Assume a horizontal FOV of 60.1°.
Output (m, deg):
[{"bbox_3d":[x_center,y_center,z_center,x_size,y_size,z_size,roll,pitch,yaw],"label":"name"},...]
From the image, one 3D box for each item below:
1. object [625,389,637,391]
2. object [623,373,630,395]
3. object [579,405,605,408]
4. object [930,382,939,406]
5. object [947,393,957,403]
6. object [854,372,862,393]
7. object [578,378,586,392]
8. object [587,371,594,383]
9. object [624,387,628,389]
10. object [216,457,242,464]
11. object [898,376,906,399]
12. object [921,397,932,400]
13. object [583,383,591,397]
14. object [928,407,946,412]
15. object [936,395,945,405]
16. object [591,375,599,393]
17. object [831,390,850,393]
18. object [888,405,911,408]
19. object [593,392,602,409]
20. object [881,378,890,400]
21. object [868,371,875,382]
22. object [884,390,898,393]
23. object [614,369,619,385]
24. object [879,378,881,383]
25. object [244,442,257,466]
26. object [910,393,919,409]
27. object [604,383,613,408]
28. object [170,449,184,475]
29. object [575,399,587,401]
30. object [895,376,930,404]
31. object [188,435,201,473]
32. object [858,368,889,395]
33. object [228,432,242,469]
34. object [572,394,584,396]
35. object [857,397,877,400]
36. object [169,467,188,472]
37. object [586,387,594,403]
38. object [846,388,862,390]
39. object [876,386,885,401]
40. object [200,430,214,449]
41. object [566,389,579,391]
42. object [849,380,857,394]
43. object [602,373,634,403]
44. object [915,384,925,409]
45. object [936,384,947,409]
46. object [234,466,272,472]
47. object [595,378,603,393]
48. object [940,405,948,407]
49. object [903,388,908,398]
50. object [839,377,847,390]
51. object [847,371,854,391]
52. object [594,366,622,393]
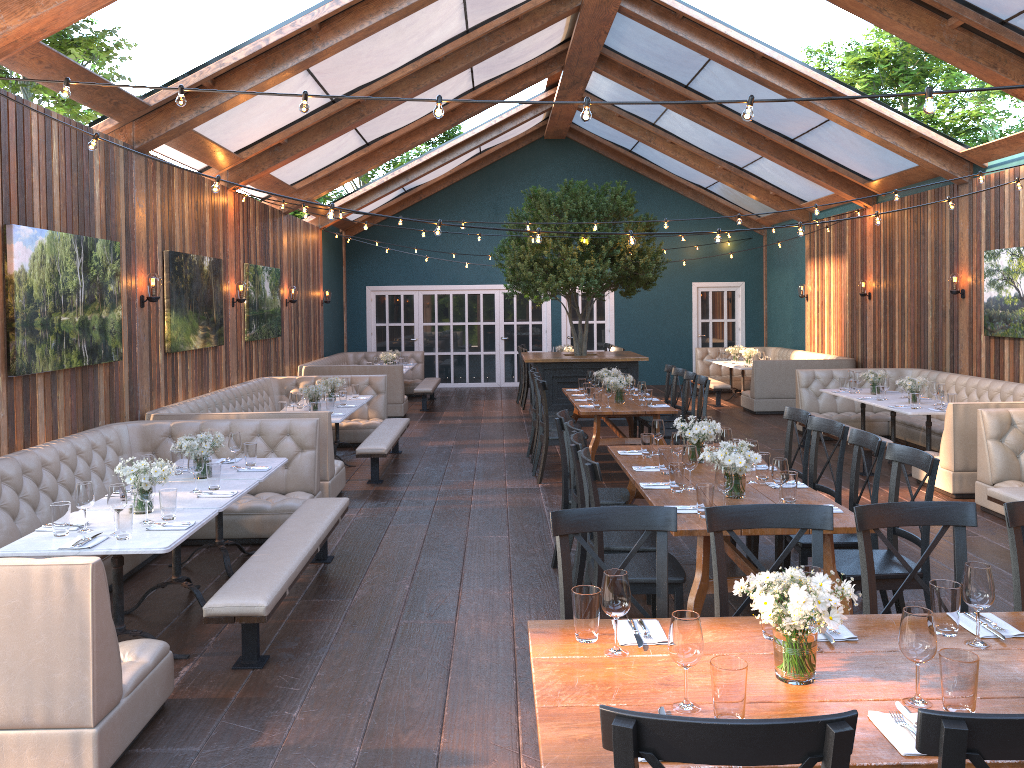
[{"bbox_3d":[1.431,0.066,10.658,0.255,0.019,0.158,-1,5,-1],"label":"object"},{"bbox_3d":[1.313,0.001,10.160,0.092,0.244,0.092,-1,2,-4],"label":"object"},{"bbox_3d":[0.814,0.222,9.010,0.255,0.019,0.158,-1,5,-1],"label":"object"},{"bbox_3d":[4.406,0.106,9.211,0.092,0.244,0.092,-2,2,-43],"label":"object"},{"bbox_3d":[4.426,0.177,8.894,0.092,0.158,0.092,1,3,35],"label":"object"},{"bbox_3d":[4.147,-0.016,10.610,0.092,0.244,0.092,-2,2,-43],"label":"object"},{"bbox_3d":[0.834,0.016,10.519,0.092,0.158,0.092,0,2,15],"label":"object"},{"bbox_3d":[0.940,-0.035,10.601,0.092,0.244,0.092,-2,2,-43],"label":"object"},{"bbox_3d":[1.403,-0.018,10.825,0.092,0.158,0.092,0,2,25],"label":"object"},{"bbox_3d":[-2.049,0.551,6.361,0.157,0.019,0.256,-1,5,-1],"label":"object"},{"bbox_3d":[4.393,0.039,9.961,0.092,0.244,0.092,-2,2,-43],"label":"object"},{"bbox_3d":[4.533,0.158,9.872,0.255,0.019,0.158,-1,5,-1],"label":"object"},{"bbox_3d":[0.846,0.069,9.930,0.092,0.158,0.092,0,2,5],"label":"object"},{"bbox_3d":[4.269,0.253,8.844,0.157,0.019,0.256,-1,5,-1],"label":"object"},{"bbox_3d":[4.493,0.142,9.279,0.092,0.158,0.092,-1,2,-15],"label":"object"},{"bbox_3d":[0.942,0.018,10.007,0.092,0.244,0.092,-1,2,-4],"label":"object"},{"bbox_3d":[4.009,0.089,10.704,0.255,0.019,0.158,-1,5,-1],"label":"object"},{"bbox_3d":[4.032,0.230,9.135,0.255,0.019,0.158,-1,5,-1],"label":"object"},{"bbox_3d":[0.853,0.168,8.826,0.092,0.158,0.092,1,3,35],"label":"object"},{"bbox_3d":[4.152,0.053,9.837,0.092,0.244,0.092,-2,2,-43],"label":"object"},{"bbox_3d":[4.379,-0.033,10.762,0.092,0.244,0.092,-2,2,-43],"label":"object"},{"bbox_3d":[4.519,0.086,10.673,0.255,0.019,0.158,-1,5,-1],"label":"object"},{"bbox_3d":[1.267,-0.054,10.760,0.092,0.244,0.092,-1,2,-21],"label":"object"},{"bbox_3d":[4.466,0.003,10.829,0.092,0.158,0.092,-1,2,-15],"label":"object"},{"bbox_3d":[-1.831,0.493,6.197,0.092,0.158,0.092,-1,2,-15],"label":"object"},{"bbox_3d":[4.083,0.174,8.975,0.092,0.158,0.092,-1,2,-15],"label":"object"},{"bbox_3d":[0.970,0.116,8.915,0.092,0.244,0.092,-1,2,2],"label":"object"},{"bbox_3d":[-2.237,0.524,5.912,0.092,0.158,0.092,-1,2,-15],"label":"object"},{"bbox_3d":[0.806,0.169,9.592,0.255,0.019,0.158,-1,5,-1],"label":"object"},{"bbox_3d":[4.285,0.053,9.453,0.336,0.309,0.330,0,3,16],"label":"object"},{"bbox_3d":[-2.151,0.474,5.978,0.092,0.244,0.092,-2,2,-43],"label":"object"},{"bbox_3d":[4.267,-0.033,10.413,0.336,0.309,0.330,0,3,11],"label":"object"},{"bbox_3d":[-1.918,0.457,6.129,0.092,0.244,0.092,-2,2,-43],"label":"object"},{"bbox_3d":[0.809,0.123,10.104,0.255,0.019,0.158,-1,5,-1],"label":"object"},{"bbox_3d":[4.015,0.159,9.931,0.255,0.019,0.158,-1,5,-1],"label":"object"},{"bbox_3d":[-2.288,0.580,6.072,0.255,0.019,0.158,-1,5,-1],"label":"object"},{"bbox_3d":[0.829,0.116,9.410,0.092,0.158,0.092,0,2,25],"label":"object"},{"bbox_3d":[4.248,0.061,10.993,0.157,0.019,0.256,-1,5,-1],"label":"object"},{"bbox_3d":[4.066,0.103,9.772,0.092,0.158,0.092,-1,2,-15],"label":"object"},{"bbox_3d":[-2.142,0.452,6.220,0.092,0.244,0.092,-2,2,-43],"label":"object"},{"bbox_3d":[0.780,0.070,10.707,0.255,0.019,0.158,-1,5,-1],"label":"object"},{"bbox_3d":[4.060,0.033,10.545,0.092,0.158,0.092,-1,2,-15],"label":"object"},{"bbox_3d":[1.119,0.044,9.327,0.329,0.309,0.337,2,4,36],"label":"object"},{"bbox_3d":[4.169,0.124,9.041,0.092,0.244,0.092,-1,2,2],"label":"object"},{"bbox_3d":[4.359,0.127,8.980,0.092,0.244,0.092,-2,2,-43],"label":"object"},{"bbox_3d":[-1.779,0.576,6.040,0.255,0.019,0.158,-1,5,-1],"label":"object"},{"bbox_3d":[0.936,0.063,9.505,0.092,0.244,0.092,-1,2,2],"label":"object"},{"bbox_3d":[4.546,0.225,9.122,0.255,0.019,0.158,-1,5,-1],"label":"object"},{"bbox_3d":[4.480,0.075,10.029,0.092,0.158,0.092,-1,2,-15],"label":"object"},{"bbox_3d":[4.089,-0.003,10.940,0.092,0.158,0.092,-1,2,-15],"label":"object"},{"bbox_3d":[4.155,-0.038,10.852,0.092,0.244,0.092,-2,2,-43],"label":"object"},{"bbox_3d":[1.130,-0.050,10.376,0.336,0.309,0.330,-1,3,-5],"label":"object"}]
